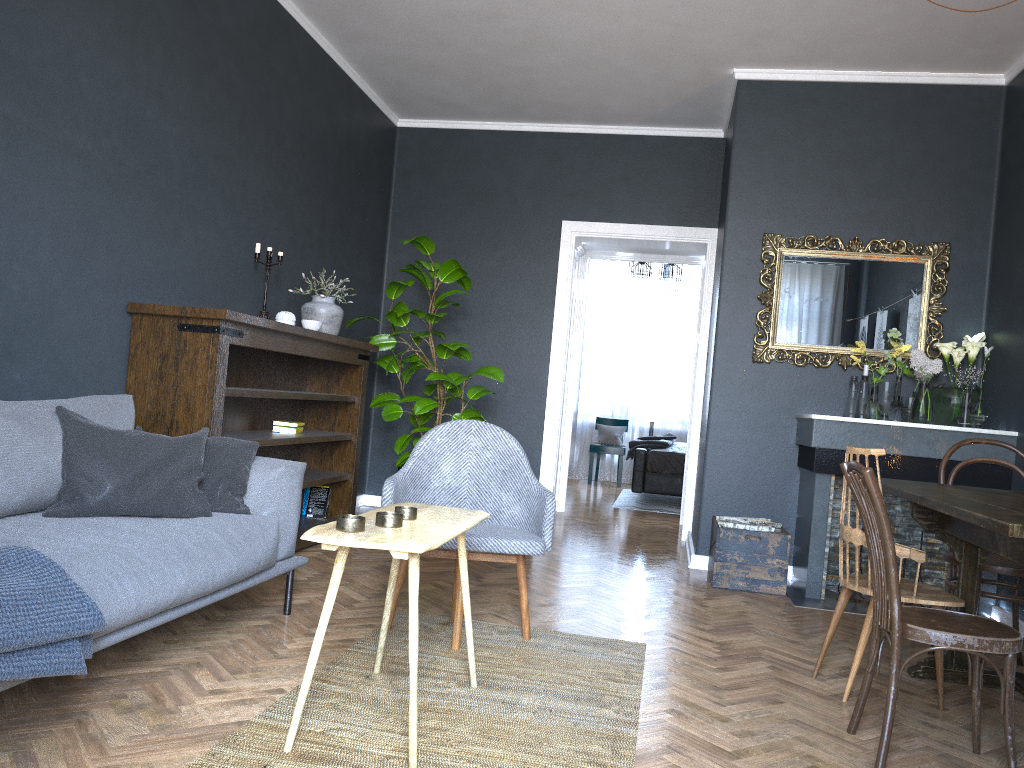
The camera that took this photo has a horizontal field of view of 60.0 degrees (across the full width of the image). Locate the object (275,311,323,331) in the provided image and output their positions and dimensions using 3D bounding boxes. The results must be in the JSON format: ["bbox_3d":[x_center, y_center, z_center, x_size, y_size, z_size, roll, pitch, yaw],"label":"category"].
[{"bbox_3d":[-1.148,-0.332,4.783,0.255,0.104,0.118,6,-1,-25],"label":"object"}]

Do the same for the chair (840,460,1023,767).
[{"bbox_3d":[1.151,0.643,2.466,0.467,0.820,0.363,5,0,10],"label":"chair"}]

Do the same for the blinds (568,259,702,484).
[{"bbox_3d":[1.878,-0.122,11.062,3.991,2.788,0.312,5,0,10],"label":"blinds"}]

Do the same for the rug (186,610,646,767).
[{"bbox_3d":[-0.141,0.942,2.568,1.003,0.013,2.012,5,-1,10],"label":"rug"}]

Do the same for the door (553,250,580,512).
[{"bbox_3d":[0.363,-0.025,7.125,0.162,2.186,0.857,5,0,10],"label":"door"}]

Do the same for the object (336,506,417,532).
[{"bbox_3d":[-0.333,0.356,2.340,0.103,0.033,0.369,5,-1,21],"label":"object"}]

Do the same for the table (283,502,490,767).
[{"bbox_3d":[-0.309,0.651,2.467,0.339,0.550,0.788,5,-1,10],"label":"table"}]

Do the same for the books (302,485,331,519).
[{"bbox_3d":[-1.188,0.720,5.409,0.179,0.193,0.122,5,0,13],"label":"books"}]

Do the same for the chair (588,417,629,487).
[{"bbox_3d":[1.171,0.813,10.752,0.435,0.798,0.592,5,-1,10],"label":"chair"}]

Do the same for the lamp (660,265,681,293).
[{"bbox_3d":[1.762,-1.389,9.724,0.210,0.747,0.210,5,0,24],"label":"lamp"}]

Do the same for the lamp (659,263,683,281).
[{"bbox_3d":[1.592,-1.412,8.752,0.210,0.769,0.210,5,0,24],"label":"lamp"}]

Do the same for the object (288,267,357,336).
[{"bbox_3d":[-1.094,-0.475,5.118,0.385,0.412,0.275,5,0,-12],"label":"object"}]

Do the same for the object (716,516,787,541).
[{"bbox_3d":[1.327,0.877,4.969,0.369,0.247,0.533,5,-1,10],"label":"object"}]

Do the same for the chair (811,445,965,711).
[{"bbox_3d":[1.320,0.657,3.099,0.384,0.856,0.456,5,0,-5],"label":"chair"}]

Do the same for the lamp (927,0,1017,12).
[{"bbox_3d":[1.403,-1.136,2.987,1.589,1.574,0.583,5,-1,41],"label":"lamp"}]

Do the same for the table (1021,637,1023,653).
[{"bbox_3d":[2.398,1.031,3.701,0.364,0.317,0.369,5,-1,10],"label":"table"}]

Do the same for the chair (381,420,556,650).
[{"bbox_3d":[-0.189,0.546,3.393,0.645,0.811,0.494,5,0,-12],"label":"chair"}]

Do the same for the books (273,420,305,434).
[{"bbox_3d":[-1.230,0.267,4.950,0.174,0.113,0.197,5,-1,-1],"label":"books"}]

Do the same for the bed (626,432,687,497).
[{"bbox_3d":[2.380,0.708,9.057,2.374,1.161,2.266,5,-1,10],"label":"bed"}]

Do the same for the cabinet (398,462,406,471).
[{"bbox_3d":[-0.466,0.793,6.460,0.650,0.390,0.456,5,-1,10],"label":"cabinet"}]

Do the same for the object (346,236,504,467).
[{"bbox_3d":[-0.588,0.018,5.763,1.118,1.899,0.764,5,0,4],"label":"object"}]

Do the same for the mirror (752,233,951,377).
[{"bbox_3d":[1.971,-0.471,5.172,1.056,0.784,0.067,5,0,10],"label":"mirror"}]

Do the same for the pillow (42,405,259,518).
[{"bbox_3d":[-1.237,0.275,3.059,0.442,0.362,0.798,5,-1,28],"label":"pillow"}]

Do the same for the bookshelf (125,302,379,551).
[{"bbox_3d":[-1.264,0.295,4.593,0.451,1.172,1.919,5,-1,10],"label":"bookshelf"}]

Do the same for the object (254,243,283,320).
[{"bbox_3d":[-1.305,-0.516,4.657,0.130,0.437,0.145,5,0,-44],"label":"object"}]

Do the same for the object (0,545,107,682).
[{"bbox_3d":[-1.217,0.456,1.833,0.490,0.329,0.667,5,-1,15],"label":"object"}]

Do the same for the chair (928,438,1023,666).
[{"bbox_3d":[1.940,0.683,3.524,0.437,0.920,0.549,5,0,13],"label":"chair"}]

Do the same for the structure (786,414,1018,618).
[{"bbox_3d":[2.048,0.696,4.762,1.065,0.981,0.834,5,-1,10],"label":"structure"}]

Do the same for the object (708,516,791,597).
[{"bbox_3d":[1.316,0.952,4.969,0.383,0.326,0.552,5,-1,10],"label":"object"}]

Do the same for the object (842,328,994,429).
[{"bbox_3d":[2.255,-0.050,4.903,0.727,0.547,0.474,5,-1,13],"label":"object"}]

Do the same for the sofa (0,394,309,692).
[{"bbox_3d":[-1.414,0.427,2.455,0.970,0.798,2.341,5,-1,10],"label":"sofa"}]

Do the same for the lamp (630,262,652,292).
[{"bbox_3d":[1.402,-1.397,9.475,0.210,0.804,0.210,5,0,24],"label":"lamp"}]

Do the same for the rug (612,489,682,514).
[{"bbox_3d":[1.819,1.241,9.113,1.458,0.013,2.046,5,-1,10],"label":"rug"}]

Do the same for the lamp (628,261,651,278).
[{"bbox_3d":[1.335,-1.461,9.093,0.210,0.714,0.210,5,0,24],"label":"lamp"}]

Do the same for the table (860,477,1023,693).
[{"bbox_3d":[1.785,0.751,2.696,1.126,0.727,1.605,5,-1,10],"label":"table"}]
